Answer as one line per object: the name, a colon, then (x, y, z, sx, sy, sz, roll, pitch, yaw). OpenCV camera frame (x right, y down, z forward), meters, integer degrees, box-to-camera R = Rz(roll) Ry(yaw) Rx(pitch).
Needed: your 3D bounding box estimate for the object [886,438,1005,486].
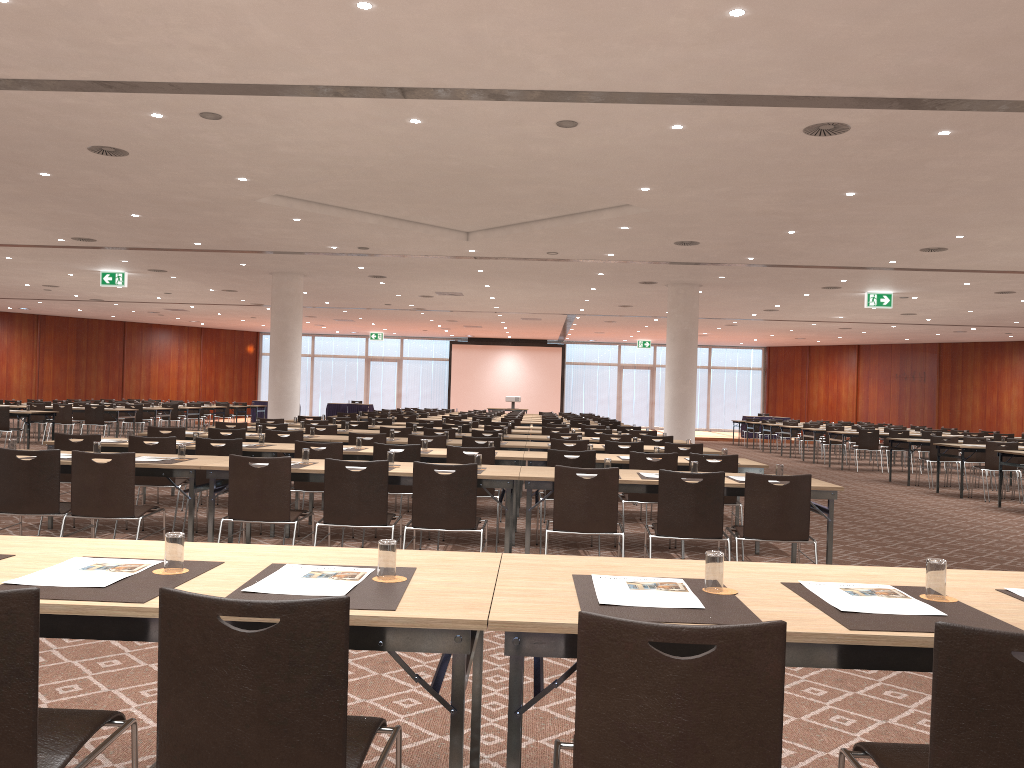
object: (8.288, 1.475, 16.498, 2.267, 0.833, 0.953, 2, -1, 2)

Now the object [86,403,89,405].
object: (-9.796, 0.498, 20.460, 0.054, 0.114, 0.054, 2, 0, -32)

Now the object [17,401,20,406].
object: (-11.420, 0.448, 20.507, 0.054, 0.114, 0.054, 2, 0, 35)

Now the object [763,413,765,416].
object: (9.458, 1.157, 33.285, 0.054, 0.114, 0.054, 2, 0, 13)

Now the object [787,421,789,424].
object: (8.077, 1.133, 25.963, 0.054, 0.114, 0.054, 2, 0, -10)

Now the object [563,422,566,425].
object: (0.982, 0.774, 16.657, 0.054, 0.114, 0.054, 2, 0, 13)

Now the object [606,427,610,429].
object: (1.581, 0.763, 14.633, 0.054, 0.114, 0.054, 2, 0, -32)

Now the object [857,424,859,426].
object: (9.326, 1.141, 23.929, 0.054, 0.114, 0.054, 2, 0, -10)

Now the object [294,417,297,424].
object: (-3.611, 0.604, 14.790, 0.054, 0.114, 0.054, 2, 0, 35)

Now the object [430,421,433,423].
object: (-1.333, 0.674, 14.725, 0.054, 0.114, 0.054, 2, 0, 35)

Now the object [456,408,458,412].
object: (-1.882, 0.888, 30.245, 0.054, 0.114, 0.054, 2, 0, 35)

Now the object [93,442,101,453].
object: (-3.170, 0.498, 6.775, 0.054, 0.114, 0.054, 2, 0, 35)

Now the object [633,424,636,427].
object: (2.291, 0.814, 16.625, 0.054, 0.114, 0.054, 2, 0, -10)

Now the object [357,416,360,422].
object: (-2.899, 0.656, 16.762, 0.054, 0.114, 0.054, 2, 0, 13)

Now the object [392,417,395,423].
object: (-2.246, 0.676, 16.753, 0.054, 0.114, 0.054, 2, 0, 35)

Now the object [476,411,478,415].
object: (-1.024, 0.855, 26.215, 0.054, 0.114, 0.054, 2, 0, 35)

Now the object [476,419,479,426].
object: (-0.644, 0.725, 16.700, 0.054, 0.114, 0.054, 2, 0, -10)

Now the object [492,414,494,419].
object: (-0.479, 0.812, 22.194, 0.054, 0.114, 0.054, 2, 0, -32)

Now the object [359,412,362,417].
object: (-3.461, 0.691, 20.289, 0.054, 0.114, 0.054, 2, 0, -32)

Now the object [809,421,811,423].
object: (8.730, 1.153, 25.945, 0.054, 0.114, 0.054, 2, 0, -10)

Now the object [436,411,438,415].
object: (-2.045, 0.794, 24.242, 0.054, 0.114, 0.054, 2, 0, 35)

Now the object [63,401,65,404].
object: (-11.361, 0.480, 22.500, 0.054, 0.114, 0.054, 2, 0, 35)

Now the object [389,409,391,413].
object: (-3.348, 0.754, 24.274, 0.054, 0.114, 0.054, 2, 0, -32)

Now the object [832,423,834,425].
object: (8.675, 1.121, 23.952, 0.054, 0.114, 0.054, 2, 0, -10)

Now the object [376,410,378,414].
object: (-3.401, 0.723, 22.286, 0.054, 0.114, 0.054, 2, 0, -32)

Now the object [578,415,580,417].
object: (1.830, 0.912, 24.142, 0.054, 0.114, 0.054, 2, 0, 35)

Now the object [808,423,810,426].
object: (8.021, 1.101, 23.961, 0.054, 0.114, 0.054, 2, 0, -10)

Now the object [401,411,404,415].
object: (-2.748, 0.742, 22.256, 0.054, 0.114, 0.054, 2, 0, -32)

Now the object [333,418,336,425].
object: (-2.959, 0.624, 14.769, 0.054, 0.114, 0.054, 2, 0, 13)

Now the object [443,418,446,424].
object: (-1.282, 0.705, 16.722, 0.054, 0.114, 0.054, 2, 0, -10)

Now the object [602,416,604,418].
object: (2.480, 0.932, 24.113, 0.054, 0.114, 0.054, 2, 0, -32)

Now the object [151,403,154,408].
object: (-9.087, 0.549, 22.427, 0.054, 0.114, 0.054, 2, 0, -32)

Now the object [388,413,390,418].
object: (-2.808, 0.711, 20.270, 0.054, 0.114, 0.054, 2, 0, 35)

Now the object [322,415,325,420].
object: (-3.560, 0.635, 16.775, 0.054, 0.114, 0.054, 2, 0, -10)

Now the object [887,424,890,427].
object: (10.988, 1.221, 25.877, 0.054, 0.114, 0.054, 2, 0, -32)

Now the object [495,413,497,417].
object: (-0.438, 0.843, 24.190, 0.054, 0.114, 0.054, 2, 0, 35)

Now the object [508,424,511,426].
object: (-0.039, 0.713, 14.682, 0.054, 0.114, 0.054, 2, 0, 35)

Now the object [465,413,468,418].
object: (-1.140, 0.792, 22.221, 0.054, 0.114, 0.054, 2, 0, -32)

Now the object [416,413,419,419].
object: (-2.156, 0.731, 20.238, 0.054, 0.114, 0.054, 2, 0, 35)

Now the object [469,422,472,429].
object: (-0.688, 0.693, 14.703, 0.054, 0.114, 0.054, 2, 0, 35)

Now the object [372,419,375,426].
object: (-2.303, 0.644, 14.740, 0.054, 0.114, 0.054, 2, 0, 13)

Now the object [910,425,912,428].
object: (11.644, 1.242, 25.868, 0.054, 0.114, 0.054, 2, 0, -32)

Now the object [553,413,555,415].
object: (1.250, 0.924, 26.152, 0.054, 0.114, 0.054, 2, 0, 35)

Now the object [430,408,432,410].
object: (-2.585, 0.837, 28.258, 0.054, 0.114, 0.054, 2, 0, 35)

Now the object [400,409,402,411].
object: (-3.288, 0.786, 26.273, 0.054, 0.114, 0.054, 2, 0, -32)

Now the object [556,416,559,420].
object: (1.133, 0.861, 22.146, 0.054, 0.114, 0.054, 2, 0, 35)

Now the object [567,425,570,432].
object: (0.928, 0.743, 14.657, 0.054, 0.114, 0.054, 2, 0, -32)

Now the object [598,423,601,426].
object: (1.637, 0.794, 16.648, 0.054, 0.114, 0.054, 2, 0, 35)

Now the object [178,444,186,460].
object: (-2.517, 0.518, 6.757, 0.054, 0.114, 0.054, 2, 0, -32)

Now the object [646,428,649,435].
object: (2.235, 0.783, 14.616, 0.054, 0.114, 0.054, 2, 0, 35)

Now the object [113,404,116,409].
object: (-9.160, 0.517, 20.431, 0.054, 0.114, 0.054, 2, 0, -32)

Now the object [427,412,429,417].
object: (-2.113, 0.762, 22.248, 0.054, 0.114, 0.054, 2, 0, -32)

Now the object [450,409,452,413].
object: (-1.945, 0.857, 28.245, 0.054, 0.114, 0.054, 2, 0, 35)

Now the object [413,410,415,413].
object: (-2.693, 0.774, 24.269, 0.054, 0.114, 0.054, 2, 0, 35)
